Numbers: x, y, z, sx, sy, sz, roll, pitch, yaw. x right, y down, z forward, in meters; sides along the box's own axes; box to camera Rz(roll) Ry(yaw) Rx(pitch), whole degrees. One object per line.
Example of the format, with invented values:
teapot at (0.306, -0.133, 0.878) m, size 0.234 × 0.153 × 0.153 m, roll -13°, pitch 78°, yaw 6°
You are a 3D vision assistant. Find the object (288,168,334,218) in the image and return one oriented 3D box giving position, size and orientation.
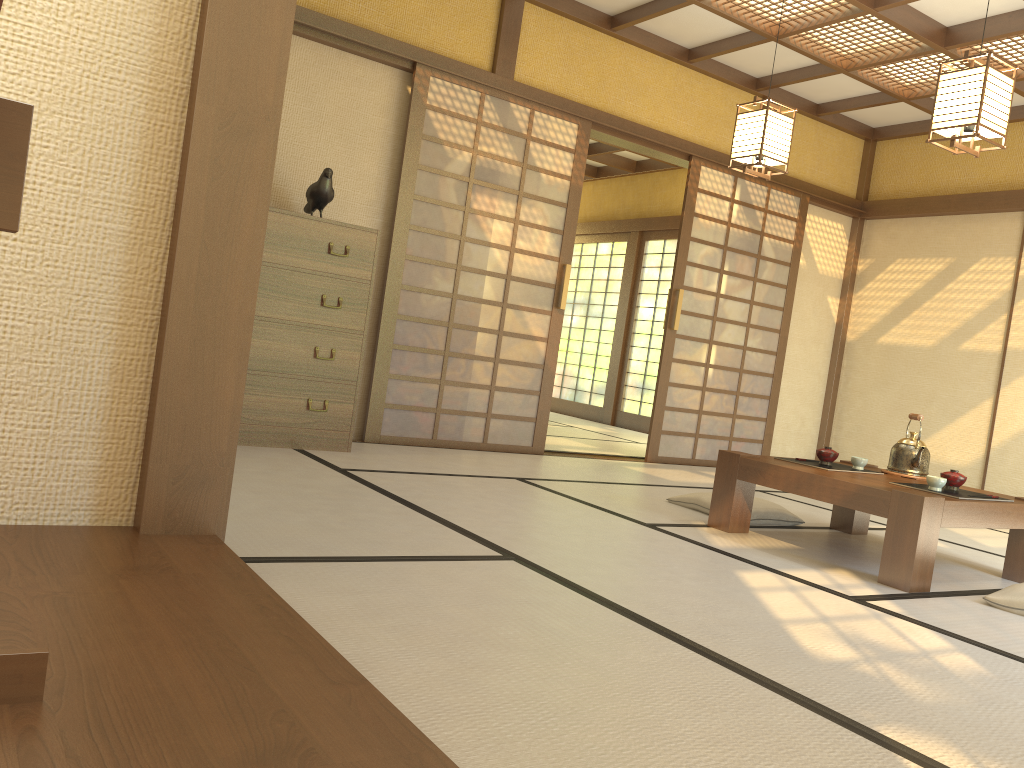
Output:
object at (-1.098, -1.015, 4.750) m, size 0.383 × 0.282 × 0.360 m, roll 6°, pitch 3°, yaw -43°

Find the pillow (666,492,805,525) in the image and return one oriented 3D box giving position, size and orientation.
pillow at (1.130, 0.624, 4.499) m, size 0.486 × 0.107 × 0.496 m, roll 7°, pitch 2°, yaw -29°

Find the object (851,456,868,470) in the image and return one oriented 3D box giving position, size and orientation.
object at (1.591, 0.364, 4.068) m, size 0.074 × 0.052 × 0.073 m, roll 9°, pitch 2°, yaw 10°

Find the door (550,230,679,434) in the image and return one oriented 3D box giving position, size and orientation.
door at (1.298, -0.627, 10.159) m, size 0.140 × 2.230 × 2.890 m, roll 7°, pitch 2°, yaw -33°

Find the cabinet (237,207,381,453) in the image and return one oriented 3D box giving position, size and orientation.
cabinet at (-1.301, -0.289, 4.588) m, size 1.020 × 1.200 × 0.421 m, roll 7°, pitch 2°, yaw -33°

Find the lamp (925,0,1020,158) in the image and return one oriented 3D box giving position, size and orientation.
lamp at (2.029, -1.555, 3.799) m, size 0.240 × 1.129 × 0.240 m, roll 7°, pitch 2°, yaw -33°

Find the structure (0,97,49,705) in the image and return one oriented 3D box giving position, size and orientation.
structure at (-0.549, 0.113, 0.698) m, size 0.446 × 0.604 × 0.712 m, roll 7°, pitch 2°, yaw -33°

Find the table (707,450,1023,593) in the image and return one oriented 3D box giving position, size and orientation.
table at (1.590, 0.571, 3.855) m, size 1.000 × 0.350 × 1.000 m, roll 7°, pitch 2°, yaw -33°

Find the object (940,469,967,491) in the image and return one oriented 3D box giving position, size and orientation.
object at (1.812, 0.393, 3.644) m, size 0.100 × 0.080 × 0.100 m, roll 7°, pitch 2°, yaw -33°

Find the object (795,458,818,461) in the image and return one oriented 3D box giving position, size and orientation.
object at (1.394, 0.355, 4.155) m, size 0.200 × 0.008 × 0.008 m, roll 7°, pitch 2°, yaw -35°

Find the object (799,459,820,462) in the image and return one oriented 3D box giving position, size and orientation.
object at (1.399, 0.356, 4.142) m, size 0.200 × 0.008 × 0.008 m, roll 7°, pitch 3°, yaw -40°

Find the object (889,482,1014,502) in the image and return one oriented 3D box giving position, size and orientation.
object at (1.781, 0.437, 3.596) m, size 0.400 × 0.007 × 0.300 m, roll 7°, pitch 2°, yaw -33°

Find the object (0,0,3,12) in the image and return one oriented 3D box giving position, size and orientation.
object at (-0.493, -0.185, 0.749) m, size 0.086 × 0.121 × 1.186 m, roll 7°, pitch 2°, yaw -32°

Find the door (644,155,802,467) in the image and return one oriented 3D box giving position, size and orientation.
door at (1.644, -0.486, 6.851) m, size 1.230 × 2.265 × 0.076 m, roll 7°, pitch 2°, yaw -33°

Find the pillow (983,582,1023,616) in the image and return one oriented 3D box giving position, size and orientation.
pillow at (2.013, 0.798, 3.129) m, size 0.496 × 0.107 × 0.486 m, roll 7°, pitch 3°, yaw -40°

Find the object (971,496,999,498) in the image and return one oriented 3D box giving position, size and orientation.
object at (1.876, 0.446, 3.523) m, size 0.200 × 0.008 × 0.008 m, roll 7°, pitch 2°, yaw -33°

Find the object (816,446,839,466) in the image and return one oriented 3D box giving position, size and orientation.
object at (1.427, 0.325, 4.018) m, size 0.100 × 0.080 × 0.100 m, roll 7°, pitch 2°, yaw -33°

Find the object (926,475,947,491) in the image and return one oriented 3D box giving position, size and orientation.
object at (1.685, 0.396, 3.526) m, size 0.074 × 0.052 × 0.073 m, roll 9°, pitch 2°, yaw 10°

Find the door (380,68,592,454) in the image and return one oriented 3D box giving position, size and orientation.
door at (-0.155, -0.705, 5.664) m, size 1.230 × 2.265 × 0.076 m, roll 7°, pitch 2°, yaw -33°

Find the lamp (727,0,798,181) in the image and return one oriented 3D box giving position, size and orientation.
lamp at (1.401, -1.679, 4.773) m, size 0.240 × 1.129 × 0.240 m, roll 7°, pitch 2°, yaw -33°

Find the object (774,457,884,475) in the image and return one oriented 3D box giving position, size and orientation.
object at (1.447, 0.374, 4.051) m, size 0.400 × 0.007 × 0.300 m, roll 7°, pitch 2°, yaw -33°

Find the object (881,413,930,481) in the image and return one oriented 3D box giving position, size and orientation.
object at (1.860, 0.285, 4.129) m, size 0.219 × 0.296 × 0.226 m, roll 7°, pitch 2°, yaw -38°
